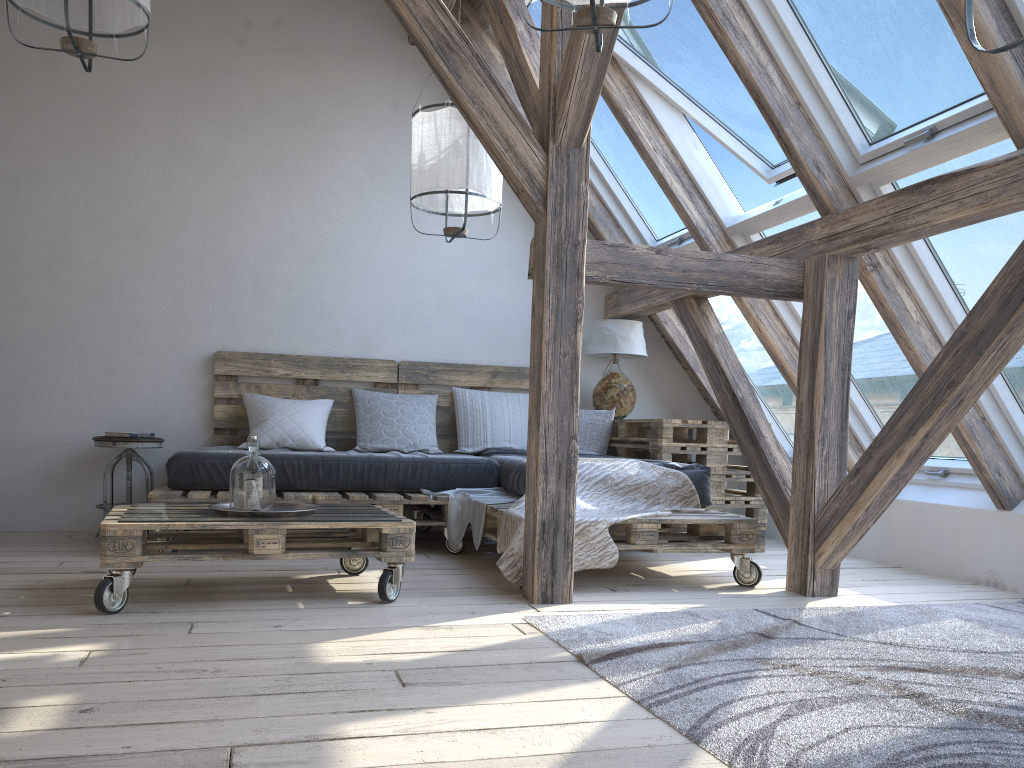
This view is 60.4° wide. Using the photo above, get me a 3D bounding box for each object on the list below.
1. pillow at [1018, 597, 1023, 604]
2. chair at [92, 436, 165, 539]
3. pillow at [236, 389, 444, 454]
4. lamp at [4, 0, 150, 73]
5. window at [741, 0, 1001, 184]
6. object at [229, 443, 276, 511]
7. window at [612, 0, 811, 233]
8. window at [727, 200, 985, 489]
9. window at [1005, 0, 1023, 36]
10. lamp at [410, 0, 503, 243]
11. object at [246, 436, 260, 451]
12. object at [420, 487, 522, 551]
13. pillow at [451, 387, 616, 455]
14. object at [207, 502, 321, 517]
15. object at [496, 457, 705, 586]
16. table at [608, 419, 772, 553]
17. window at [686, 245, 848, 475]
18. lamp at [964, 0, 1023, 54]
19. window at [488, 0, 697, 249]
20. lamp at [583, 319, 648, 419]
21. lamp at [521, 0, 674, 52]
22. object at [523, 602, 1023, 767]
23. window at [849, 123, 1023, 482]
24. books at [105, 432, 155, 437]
[{"bbox_3d":[2.196,0.609,2.912,0.435,0.526,1.130,1,-1,-24],"label":"pillow"},{"bbox_3d":[-2.008,0.536,4.613,0.354,0.523,0.352,1,2,-13],"label":"chair"},{"bbox_3d":[-0.930,0.193,4.870,1.130,0.357,0.349,3,0,-16],"label":"pillow"},{"bbox_3d":[-1.330,-1.565,2.696,0.406,1.090,0.398,3,4,25],"label":"lamp"},{"bbox_3d":[1.010,-1.451,2.828,1.097,1.284,0.851,2,2,-16],"label":"window"},{"bbox_3d":[-0.907,0.330,3.080,0.155,0.248,0.156,4,3,42],"label":"object"},{"bbox_3d":[0.796,-1.410,3.721,1.351,1.284,0.851,2,2,-16],"label":"window"},{"bbox_3d":[1.669,-0.172,4.075,1.097,1.284,0.851,2,2,-16],"label":"window"},{"bbox_3d":[1.268,-1.490,1.948,1.097,1.284,0.851,2,2,-16],"label":"window"},{"bbox_3d":[-0.226,-1.404,3.807,0.399,1.526,0.405,4,4,25],"label":"lamp"},{"bbox_3d":[-0.953,0.326,3.237,0.071,0.269,0.153,1,3,-16],"label":"object"},{"bbox_3d":[-0.103,0.654,4.296,0.505,0.278,0.706,3,-2,-32],"label":"object"},{"bbox_3d":[0.116,0.231,5.210,0.967,0.402,0.385,2,1,0],"label":"pillow"},{"bbox_3d":[-0.891,0.451,3.173,0.394,0.022,0.394,2,-3,3],"label":"object"},{"bbox_3d":[0.373,0.551,3.632,0.809,0.476,1.009,2,-2,14],"label":"object"},{"bbox_3d":[0.936,0.569,5.149,0.675,0.705,1.013,2,-1,-16],"label":"table"},{"bbox_3d":[1.411,-0.133,4.955,1.097,1.284,0.851,2,2,-16],"label":"window"},{"bbox_3d":[0.645,-1.344,0.831,0.399,1.906,0.405,4,4,25],"label":"lamp"},{"bbox_3d":[0.494,-1.374,4.589,1.097,1.284,0.851,2,2,-16],"label":"window"},{"bbox_3d":[0.499,0.281,5.525,0.389,1.292,0.818,0,3,-31],"label":"lamp"},{"bbox_3d":[0.236,-1.576,2.240,0.407,1.312,0.397,-1,5,-40],"label":"lamp"},{"bbox_3d":[1.519,0.725,1.681,2.189,0.057,3.179,3,-3,-16],"label":"object"},{"bbox_3d":[1.927,-0.211,3.195,1.097,1.284,0.851,2,2,-16],"label":"window"},{"bbox_3d":[-1.987,0.264,4.576,0.149,0.021,0.204,1,-3,13],"label":"books"}]
